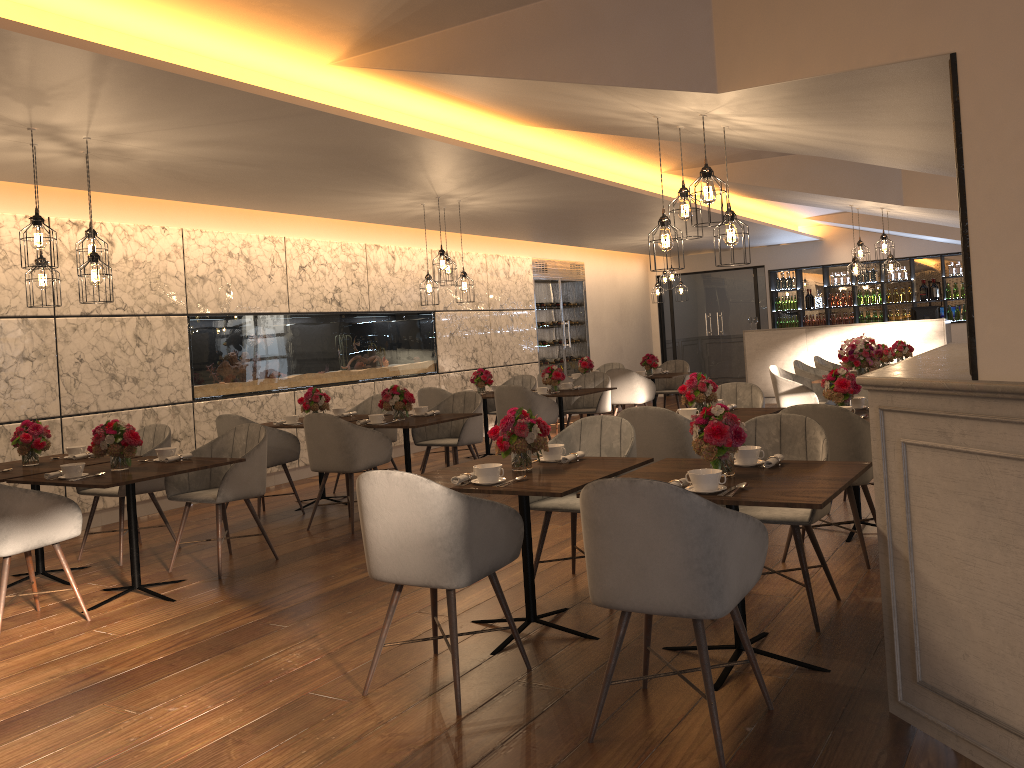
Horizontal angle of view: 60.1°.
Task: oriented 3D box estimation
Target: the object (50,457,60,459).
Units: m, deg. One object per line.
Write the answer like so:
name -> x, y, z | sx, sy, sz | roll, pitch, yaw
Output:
object -> -2.951, 0.480, 5.826 | 0.043, 0.015, 0.198 | -2, 3, 28

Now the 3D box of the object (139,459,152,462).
object -> -2.173, 0.455, 5.340 | 0.043, 0.015, 0.198 | -2, 3, 28

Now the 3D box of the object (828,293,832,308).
object -> 5.552, -1.467, 15.462 | 0.065, 0.261, 0.066 | -4, 0, 11

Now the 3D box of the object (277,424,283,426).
object -> -1.890, 0.325, 7.401 | 0.025, 0.024, 0.193 | -3, 3, 32

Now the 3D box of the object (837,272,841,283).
object -> 5.662, -1.840, 15.344 | 0.069, 0.208, 0.040 | -4, 0, 32

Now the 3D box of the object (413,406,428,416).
object -> -0.760, 0.228, 7.401 | 0.148, 0.072, 0.148 | -3, 2, 10

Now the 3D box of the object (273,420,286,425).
object -> -1.925, 0.319, 7.412 | 0.056, 0.039, 0.176 | -3, 3, 32

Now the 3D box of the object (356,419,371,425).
object -> -1.147, 0.294, 6.926 | 0.056, 0.039, 0.176 | -3, 3, 32

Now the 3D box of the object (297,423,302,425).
object -> -1.728, 0.324, 7.312 | 0.043, 0.015, 0.198 | -2, 4, 36

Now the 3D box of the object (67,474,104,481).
object -> -2.278, 0.499, 4.742 | 0.022, 0.004, 0.211 | -2, 3, 32

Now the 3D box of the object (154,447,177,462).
object -> -2.069, 0.422, 5.297 | 0.148, 0.072, 0.148 | -3, 2, 10

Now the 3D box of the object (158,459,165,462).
object -> -2.005, 0.445, 5.247 | 0.025, 0.024, 0.193 | -3, 3, 32

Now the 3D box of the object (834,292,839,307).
object -> 5.646, -1.470, 15.404 | 0.065, 0.261, 0.066 | -4, 0, 11

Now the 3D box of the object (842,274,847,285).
object -> 5.750, -1.806, 15.291 | 0.070, 0.190, 0.041 | -4, 0, 32

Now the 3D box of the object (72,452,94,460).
object -> -2.750, 0.461, 5.723 | 0.056, 0.039, 0.176 | -3, 3, 32

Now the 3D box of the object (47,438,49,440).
object -> -2.938, 0.349, 5.554 | 0.049, 0.052, 0.078 | -3, 2, 42

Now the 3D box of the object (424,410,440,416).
object -> -0.662, 0.241, 7.341 | 0.056, 0.039, 0.176 | -3, 3, 32

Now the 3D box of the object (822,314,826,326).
object -> 5.469, -1.101, 15.527 | 0.065, 0.261, 0.066 | -4, 0, 11

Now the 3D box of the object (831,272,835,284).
object -> 5.577, -1.837, 15.397 | 0.069, 0.208, 0.040 | -4, 0, 32

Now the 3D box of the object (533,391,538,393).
object -> 0.212, 0.093, 9.110 | 0.056, 0.039, 0.176 | -3, 3, 32

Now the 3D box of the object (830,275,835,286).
object -> 5.579, -1.800, 15.397 | 0.070, 0.190, 0.041 | -4, 0, 32

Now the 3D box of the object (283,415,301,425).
object -> -1.829, 0.299, 7.352 | 0.148, 0.072, 0.148 | -3, 2, 10

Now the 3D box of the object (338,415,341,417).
object -> -1.474, 0.275, 7.837 | 0.025, 0.024, 0.193 | -3, 3, 32

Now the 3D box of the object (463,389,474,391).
object -> -0.470, 0.097, 9.536 | 0.148, 0.072, 0.148 | -4, 2, -15

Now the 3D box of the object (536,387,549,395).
object -> 0.308, 0.073, 9.050 | 0.148, 0.072, 0.148 | -4, 2, -15

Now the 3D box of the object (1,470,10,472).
object -> -3.056, 0.524, 5.228 | 0.022, 0.004, 0.211 | -2, 3, 32

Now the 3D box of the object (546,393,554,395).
object -> 0.390, 0.103, 9.031 | 0.022, 0.004, 0.211 | -2, 3, 32

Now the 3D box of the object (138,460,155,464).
object -> -2.147, 0.461, 5.316 | 0.022, 0.004, 0.211 | -2, 3, 32

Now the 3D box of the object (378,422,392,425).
object -> -0.969, 0.305, 6.847 | 0.022, 0.004, 0.211 | -2, 3, 32

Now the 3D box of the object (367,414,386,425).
object -> -1.051, 0.274, 6.866 | 0.148, 0.072, 0.148 | -3, 2, 10

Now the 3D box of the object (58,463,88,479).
object -> -2.360, 0.469, 4.762 | 0.148, 0.072, 0.148 | -3, 2, 10

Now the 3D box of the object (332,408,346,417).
object -> -1.538, 0.253, 7.887 | 0.148, 0.072, 0.148 | -3, 2, 10

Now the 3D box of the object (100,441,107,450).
object -> -2.261, 0.338, 4.925 | 0.049, 0.052, 0.077 | -4, 2, -2

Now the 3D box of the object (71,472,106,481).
object -> -2.252, 0.493, 4.718 | 0.043, 0.015, 0.198 | -2, 3, 28

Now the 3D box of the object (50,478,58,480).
object -> -2.421, 0.494, 4.811 | 0.025, 0.024, 0.193 | -3, 3, 32

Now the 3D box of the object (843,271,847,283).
object -> 5.747, -1.842, 15.291 | 0.069, 0.208, 0.040 | -4, 0, 32

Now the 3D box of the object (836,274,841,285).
object -> 5.664, -1.803, 15.344 | 0.070, 0.190, 0.041 | -4, 0, 32

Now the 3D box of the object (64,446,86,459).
object -> -2.847, 0.447, 5.783 | 0.148, 0.072, 0.148 | -3, 2, 10

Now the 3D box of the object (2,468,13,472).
object -> -3.037, 0.518, 5.208 | 0.043, 0.015, 0.198 | -2, 4, 36

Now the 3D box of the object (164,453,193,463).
object -> -1.972, 0.436, 5.237 | 0.056, 0.039, 0.176 | -3, 3, 32

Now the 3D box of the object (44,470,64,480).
object -> -2.456, 0.489, 4.821 | 0.056, 0.039, 0.176 | -3, 3, 32

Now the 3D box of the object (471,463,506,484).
object -> -0.099, 0.378, 3.706 | 0.148, 0.072, 0.148 | -4, 2, 0

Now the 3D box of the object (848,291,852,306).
object -> 5.833, -1.476, 15.287 | 0.065, 0.261, 0.066 | -4, 0, 11

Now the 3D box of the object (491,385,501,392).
object -> -0.179, 0.051, 10.072 | 0.148, 0.072, 0.148 | -4, 2, -15

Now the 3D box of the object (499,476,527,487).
object -> 0.009, 0.402, 3.663 | 0.043, 0.015, 0.198 | -2, 3, 28

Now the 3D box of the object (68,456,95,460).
object -> -2.783, 0.469, 5.733 | 0.025, 0.024, 0.193 | -3, 3, 32

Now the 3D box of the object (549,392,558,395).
object -> 0.416, 0.097, 9.007 | 0.043, 0.015, 0.198 | -2, 3, 28

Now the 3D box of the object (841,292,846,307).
object -> 5.739, -1.473, 15.345 | 0.065, 0.261, 0.066 | -4, 0, 11

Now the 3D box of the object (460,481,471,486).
object -> -0.160, 0.403, 3.756 | 0.025, 0.024, 0.193 | -3, 3, 32

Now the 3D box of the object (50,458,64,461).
object -> -2.925, 0.486, 5.802 | 0.022, 0.004, 0.211 | -2, 3, 32

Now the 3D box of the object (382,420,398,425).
object -> -0.943, 0.299, 6.822 | 0.043, 0.015, 0.198 | -2, 3, 28

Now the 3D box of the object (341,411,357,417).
object -> -1.440, 0.266, 7.827 | 0.056, 0.039, 0.176 | -3, 3, 32

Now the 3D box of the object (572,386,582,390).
object -> 0.697, 0.040, 9.526 | 0.056, 0.039, 0.176 | -3, 3, 32

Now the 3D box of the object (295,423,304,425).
object -> -1.747, 0.330, 7.333 | 0.022, 0.004, 0.211 | -2, 3, 32
